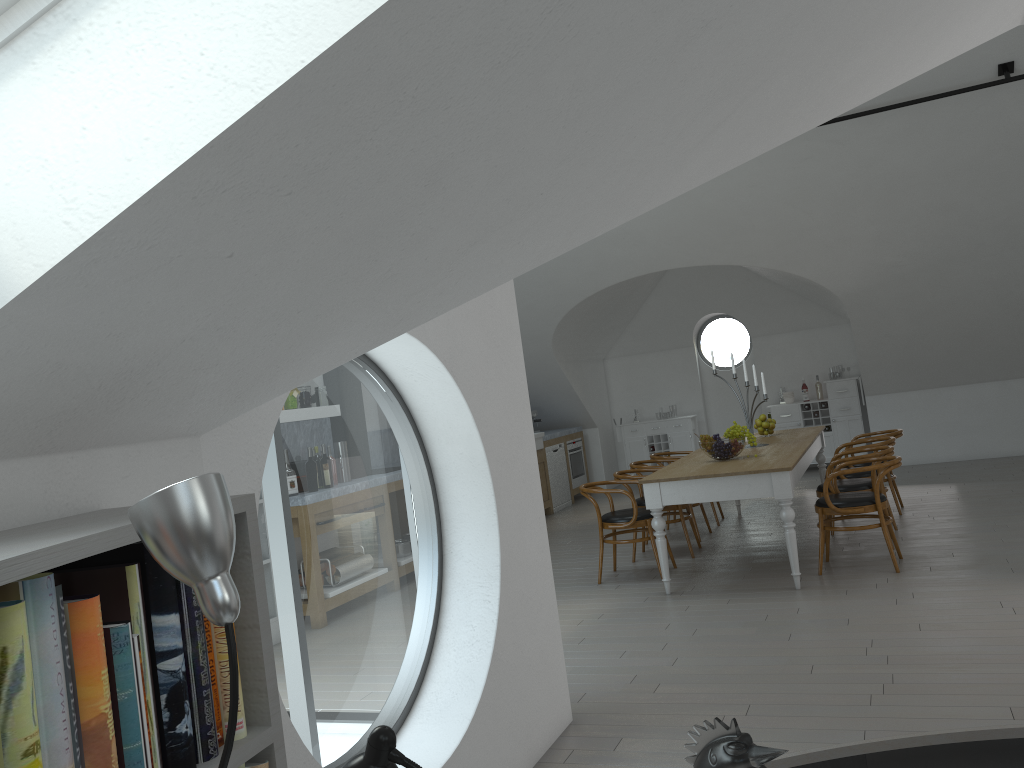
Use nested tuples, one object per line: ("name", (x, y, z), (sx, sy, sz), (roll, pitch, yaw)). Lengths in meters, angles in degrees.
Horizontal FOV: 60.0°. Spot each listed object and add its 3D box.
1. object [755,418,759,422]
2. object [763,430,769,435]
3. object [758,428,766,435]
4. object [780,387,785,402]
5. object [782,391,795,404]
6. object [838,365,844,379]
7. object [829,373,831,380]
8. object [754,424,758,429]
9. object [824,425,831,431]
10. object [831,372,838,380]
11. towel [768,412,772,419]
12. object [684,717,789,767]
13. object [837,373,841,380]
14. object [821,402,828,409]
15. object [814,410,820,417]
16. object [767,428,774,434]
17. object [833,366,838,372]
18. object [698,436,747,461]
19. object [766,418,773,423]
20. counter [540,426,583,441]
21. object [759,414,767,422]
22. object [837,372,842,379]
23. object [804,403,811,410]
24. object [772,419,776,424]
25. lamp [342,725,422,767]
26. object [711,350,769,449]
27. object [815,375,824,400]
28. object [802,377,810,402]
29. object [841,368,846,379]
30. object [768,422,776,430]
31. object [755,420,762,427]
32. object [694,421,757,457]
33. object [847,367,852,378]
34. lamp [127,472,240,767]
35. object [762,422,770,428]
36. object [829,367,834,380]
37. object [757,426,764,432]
("object", (2.345, 0.356, 8.440), (0.062, 0.060, 0.062), (-8, -2, 24))
("object", (2.387, 0.459, 8.327), (0.049, 0.050, 0.051), (-9, -2, 27))
("object", (2.370, 0.447, 8.394), (0.080, 0.074, 0.078), (-7, -2, -22))
("object", (3.720, 0.145, 12.188), (0.115, 0.209, 0.065), (-9, -3, 25))
("object", (3.730, 0.185, 11.941), (0.158, 0.160, 0.153), (-6, -2, -39))
("object", (4.389, -0.162, 11.820), (0.063, 0.187, 0.063), (-8, -3, 9))
("object", (4.267, -0.098, 11.785), (0.094, 0.093, 0.093), (-6, -2, -35))
("object", (2.327, 0.403, 8.412), (0.062, 0.059, 0.062), (-9, -2, 27))
("object", (4.178, 0.583, 11.744), (0.081, 0.081, 0.358), (-8, -1, 21))
("object", (4.237, -0.103, 11.635), (0.082, 0.105, 0.081), (-7, -2, -29))
("towel", (3.532, 0.492, 12.137), (0.049, 0.204, 0.150), (-9, -2, 24))
("object", (0.716, 1.322, 2.758), (0.320, 0.563, 0.320), (-7, -2, -4))
("object", (4.297, -0.100, 11.698), (0.077, 0.085, 0.077), (-9, -2, 31))
("object", (4.140, 0.281, 11.752), (0.087, 0.085, 0.360), (-8, -1, 23))
("object", (4.062, 0.400, 11.802), (0.085, 0.085, 0.331), (-8, -1, 23))
("object", (2.441, 0.445, 8.371), (0.063, 0.063, 0.064), (-9, -2, 34))
("object", (4.327, -0.149, 11.827), (0.054, 0.179, 0.054), (-8, -3, 17))
("object", (1.601, 0.496, 6.701), (0.360, 0.160, 0.360), (-8, -1, 3))
("object", (2.426, 0.351, 8.351), (0.058, 0.057, 0.053), (-9, -2, 37))
("counter", (-0.713, 0.523, 9.707), (0.960, 0.620, 6.579), (-8, -1, 23))
("object", (2.369, 0.319, 8.366), (0.072, 0.074, 0.072), (-8, -2, 23))
("object", (4.353, -0.113, 11.759), (0.071, 0.099, 0.071), (-9, -2, 31))
("object", (3.953, 0.303, 11.840), (0.092, 0.094, 0.359), (-8, -1, 24))
("object", (2.468, 0.363, 8.390), (0.063, 0.063, 0.062), (-7, -2, -15))
("lamp", (-0.239, 1.107, 2.010), (0.322, 0.661, 0.234), (-10, -3, 38))
("object", (1.978, 0.099, 7.597), (0.265, 0.876, 0.774), (-8, -2, -3))
("object", (4.088, 0.048, 11.809), (0.085, 0.331, 0.085), (-7, -3, -18))
("object", (3.926, 0.072, 11.885), (0.081, 0.330, 0.081), (-9, -3, 19))
("object", (4.366, -0.141, 11.663), (0.046, 0.143, 0.046), (-9, -3, 34))
("object", (2.435, 0.395, 8.316), (0.071, 0.072, 0.070), (-7, -2, -13))
("object", (2.328, 0.372, 8.355), (0.066, 0.071, 0.072), (-7, -2, -8))
("object", (1.610, 0.430, 6.680), (0.394, 0.285, 0.292), (-7, -2, -13))
("object", (4.438, -0.151, 11.668), (0.046, 0.143, 0.046), (-9, -3, 34))
("lamp", (-0.434, 0.380, 1.062), (0.275, 0.526, 0.112), (-8, -3, 13))
("object", (2.374, 0.382, 8.297), (0.071, 0.064, 0.072), (-8, -2, 16))
("object", (4.229, -0.133, 11.718), (0.048, 0.169, 0.048), (-6, -3, -35))
("object", (2.335, 0.426, 8.328), (0.059, 0.056, 0.059), (-8, -2, 18))
